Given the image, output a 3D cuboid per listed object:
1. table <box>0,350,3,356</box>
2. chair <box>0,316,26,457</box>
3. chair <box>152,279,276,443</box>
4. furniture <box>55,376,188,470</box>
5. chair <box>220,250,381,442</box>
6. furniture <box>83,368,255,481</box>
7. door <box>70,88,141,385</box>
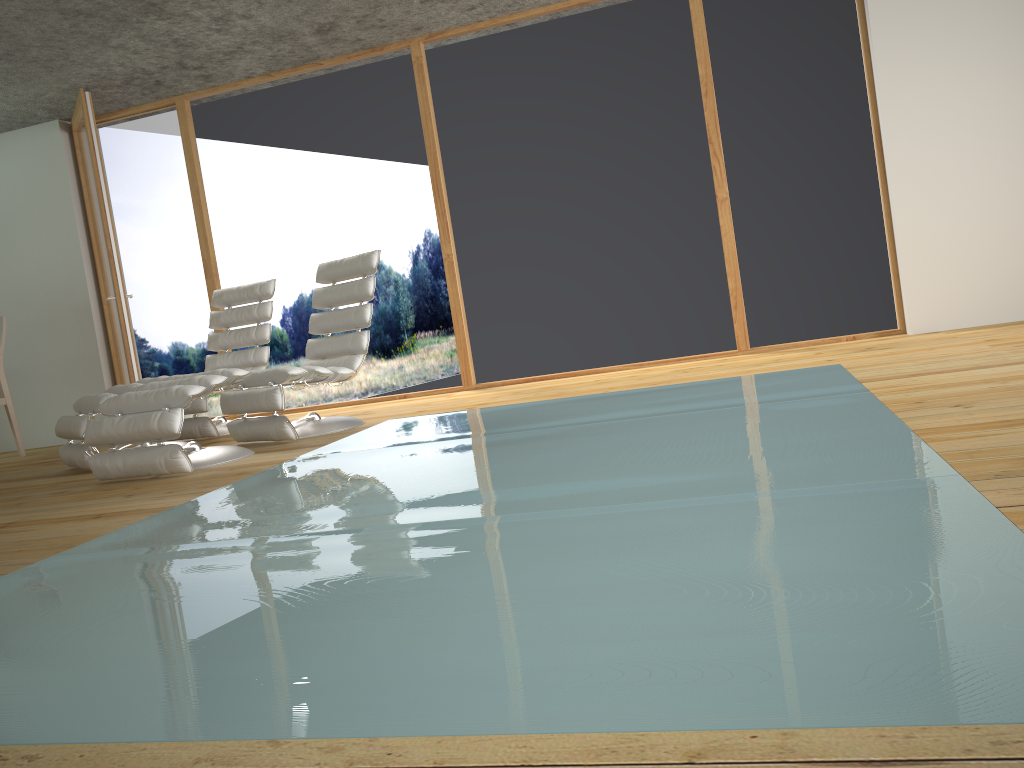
[{"bbox_3d":[-4.235,0.373,4.843,1.199,0.754,2.508,-7,5,18],"label":"table"},{"bbox_3d":[-3.829,0.065,6.246,0.404,1.015,0.508,-7,4,29],"label":"chair"},{"bbox_3d":[-1.975,-0.163,5.869,0.569,0.967,0.917,-7,4,25],"label":"chair"},{"bbox_3d":[-2.138,0.204,4.961,0.688,0.439,0.569,-12,5,-39],"label":"furniture"},{"bbox_3d":[-1.159,-0.216,4.999,0.568,0.967,0.917,-6,5,40],"label":"chair"},{"bbox_3d":[-1.594,0.179,4.256,0.569,0.439,0.688,-7,4,22],"label":"furniture"},{"bbox_3d":[-2.949,-0.813,6.481,0.163,2.414,0.934,-10,4,-29],"label":"door"}]
